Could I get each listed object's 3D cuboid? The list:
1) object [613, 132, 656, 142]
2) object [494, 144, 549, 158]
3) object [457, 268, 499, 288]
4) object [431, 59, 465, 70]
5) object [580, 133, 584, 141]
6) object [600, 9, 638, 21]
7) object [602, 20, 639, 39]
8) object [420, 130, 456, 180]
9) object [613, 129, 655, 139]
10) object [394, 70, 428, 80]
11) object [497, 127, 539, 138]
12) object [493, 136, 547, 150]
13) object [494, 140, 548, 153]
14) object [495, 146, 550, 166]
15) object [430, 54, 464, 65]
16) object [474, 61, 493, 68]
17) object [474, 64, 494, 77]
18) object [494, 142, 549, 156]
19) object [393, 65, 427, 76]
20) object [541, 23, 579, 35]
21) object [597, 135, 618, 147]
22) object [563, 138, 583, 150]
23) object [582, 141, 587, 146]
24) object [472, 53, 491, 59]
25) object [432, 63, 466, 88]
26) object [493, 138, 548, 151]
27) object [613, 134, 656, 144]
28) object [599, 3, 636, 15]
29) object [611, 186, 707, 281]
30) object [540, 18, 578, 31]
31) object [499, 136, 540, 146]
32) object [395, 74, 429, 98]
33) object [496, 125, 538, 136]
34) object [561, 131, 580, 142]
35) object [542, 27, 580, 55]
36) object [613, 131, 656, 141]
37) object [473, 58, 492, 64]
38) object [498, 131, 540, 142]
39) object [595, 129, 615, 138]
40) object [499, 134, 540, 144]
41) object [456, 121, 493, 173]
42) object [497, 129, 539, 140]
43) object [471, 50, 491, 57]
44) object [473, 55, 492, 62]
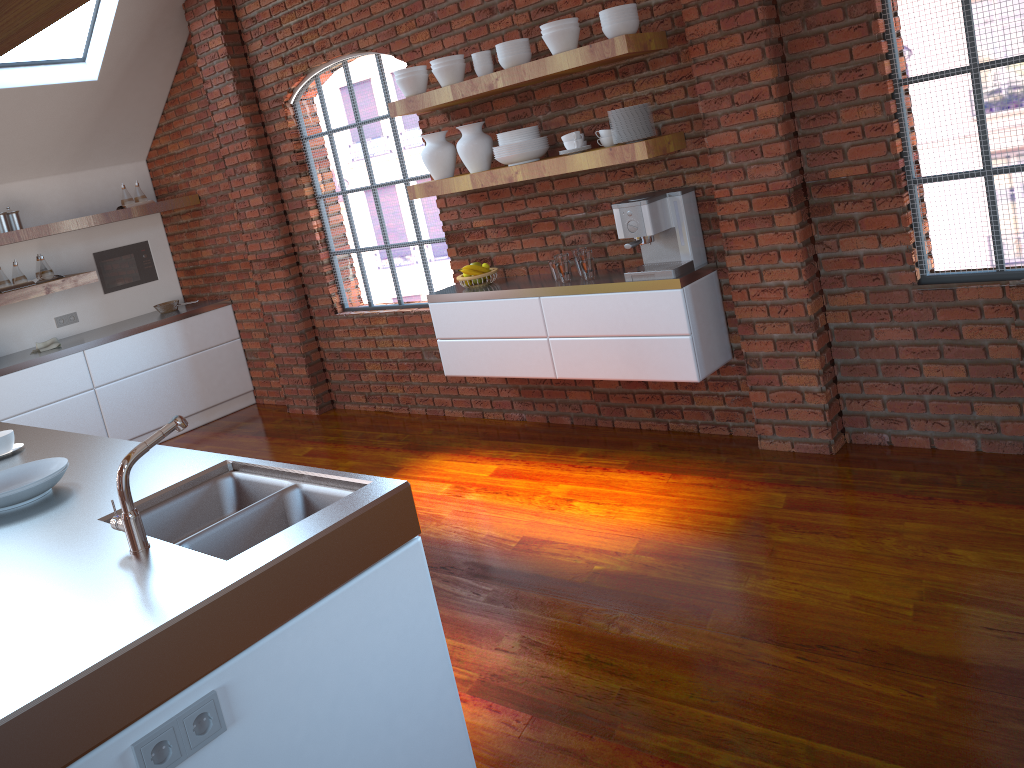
[{"bbox_3d":[0.553,-1.105,3.959,0.198,0.013,0.196,-21,17,-29],"label":"object"},{"bbox_3d":[0.053,-1.141,4.396,0.280,0.054,0.290,-5,16,25],"label":"object"},{"bbox_3d":[-0.184,-0.578,4.847,0.235,0.070,0.241,-12,15,0],"label":"object"},{"bbox_3d":[-0.319,-1.602,4.532,0.181,0.102,0.184,-15,14,-11],"label":"object"},{"bbox_3d":[0.311,-1.191,4.312,0.091,0.057,0.103,-10,14,11],"label":"object"},{"bbox_3d":[0.472,-1.586,3.848,0.166,0.060,0.169,-14,14,-7],"label":"object"},{"bbox_3d":[0.481,-1.545,3.855,0.166,0.060,0.169,-14,14,-7],"label":"object"},{"bbox_3d":[-0.395,-1.239,4.784,0.193,0.245,0.196,-14,11,-8],"label":"object"},{"bbox_3d":[0.550,-1.118,3.957,0.198,0.013,0.196,-21,17,-29],"label":"object"},{"bbox_3d":[-0.524,-1.596,4.668,0.181,0.102,0.184,-15,14,-11],"label":"object"},{"bbox_3d":[0.034,-1.228,4.382,0.213,0.054,0.220,-2,18,33],"label":"object"},{"bbox_3d":[0.045,-1.180,4.390,0.280,0.054,0.290,-5,16,25],"label":"object"},{"bbox_3d":[0.049,-1.162,4.392,0.280,0.054,0.290,-5,16,25],"label":"object"},{"bbox_3d":[0.056,-1.131,4.397,0.280,0.054,0.290,-5,16,25],"label":"object"},{"bbox_3d":[-0.324,-1.624,4.529,0.181,0.102,0.184,-15,14,-11],"label":"object"},{"bbox_3d":[-0.139,-1.590,4.442,0.099,0.060,0.100,-14,13,-7],"label":"object"},{"bbox_3d":[-0.136,-1.574,4.444,0.099,0.060,0.100,-14,13,-7],"label":"object"},{"bbox_3d":[0.051,-1.152,4.394,0.280,0.054,0.290,-5,16,25],"label":"object"},{"bbox_3d":[-0.529,-1.617,4.665,0.181,0.102,0.184,-15,14,-11],"label":"object"},{"bbox_3d":[0.231,-1.585,4.041,0.179,0.102,0.186,-9,14,13],"label":"object"},{"bbox_3d":[0.457,-1.135,4.114,0.092,0.046,0.100,-15,14,-12],"label":"object"},{"bbox_3d":[0.290,-1.121,4.134,0.092,0.046,0.101,-2,17,36],"label":"object"},{"bbox_3d":[0.324,-1.161,4.317,0.091,0.046,0.102,-7,15,22],"label":"object"},{"bbox_3d":[-0.147,-1.627,4.436,0.099,0.060,0.100,-14,13,-7],"label":"object"},{"bbox_3d":[-0.315,-1.582,4.535,0.181,0.102,0.184,-15,14,-11],"label":"object"},{"bbox_3d":[0.047,-1.170,4.391,0.280,0.054,0.290,-5,16,25],"label":"object"},{"bbox_3d":[0.554,-1.096,3.960,0.198,0.013,0.196,-21,17,-29],"label":"object"},{"bbox_3d":[0.467,-1.610,3.845,0.166,0.060,0.169,-14,14,-7],"label":"object"},{"bbox_3d":[0.659,-0.686,4.019,0.270,0.363,0.388,-2,15,42],"label":"object"},{"bbox_3d":[0.226,-1.607,4.037,0.179,0.102,0.186,-9,14,13],"label":"object"},{"bbox_3d":[0.043,-1.189,4.388,0.213,0.054,0.220,-2,18,33],"label":"object"},{"bbox_3d":[-0.520,-1.575,4.671,0.181,0.102,0.184,-15,14,-11],"label":"object"},{"bbox_3d":[0.032,-1.238,4.381,0.213,0.054,0.220,-2,18,33],"label":"object"},{"bbox_3d":[0.278,-1.151,4.131,0.091,0.057,0.103,-6,15,26],"label":"object"},{"bbox_3d":[0.235,-1.565,4.044,0.179,0.102,0.186,-9,14,13],"label":"object"},{"bbox_3d":[0.551,-1.110,3.958,0.198,0.013,0.196,-21,17,-29],"label":"object"},{"bbox_3d":[-0.142,-1.603,4.440,0.099,0.060,0.100,-14,13,-7],"label":"object"},{"bbox_3d":[0.038,-1.210,4.385,0.213,0.054,0.220,-2,18,33],"label":"object"},{"bbox_3d":[0.455,-1.167,4.112,0.093,0.057,0.101,-18,15,-23],"label":"object"},{"bbox_3d":[0.041,-1.199,4.387,0.213,0.054,0.220,-2,18,33],"label":"object"},{"bbox_3d":[-0.191,-1.233,4.601,0.191,0.245,0.197,-9,11,15],"label":"object"},{"bbox_3d":[0.036,-1.220,4.384,0.213,0.054,0.220,-2,18,33],"label":"object"},{"bbox_3d":[-0.150,-1.639,4.434,0.099,0.060,0.100,-14,13,-7],"label":"object"},{"bbox_3d":[-0.145,-1.615,4.438,0.099,0.060,0.100,-14,13,-7],"label":"object"}]
